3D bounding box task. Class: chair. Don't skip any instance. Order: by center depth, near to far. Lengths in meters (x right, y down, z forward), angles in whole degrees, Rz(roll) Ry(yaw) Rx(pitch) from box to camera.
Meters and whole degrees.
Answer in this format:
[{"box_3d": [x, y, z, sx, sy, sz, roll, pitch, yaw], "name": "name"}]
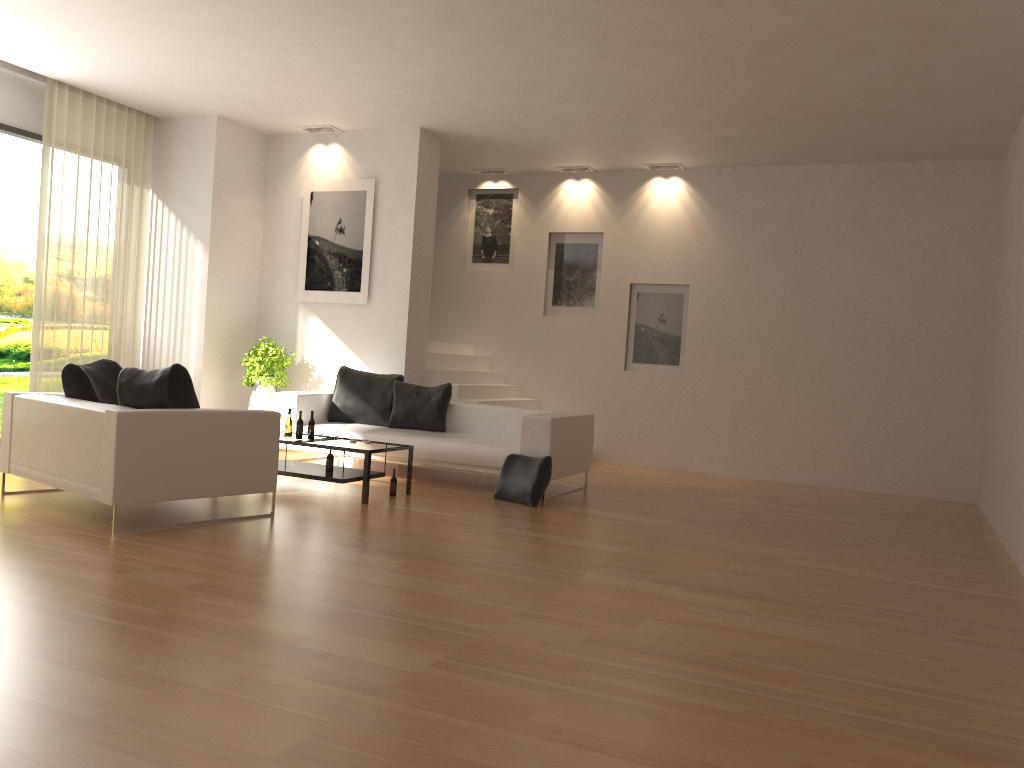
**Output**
[{"box_3d": [-2.654, 0.493, 6.370, 1.671, 0.761, 1.262, 5, 2, 39], "name": "chair"}]

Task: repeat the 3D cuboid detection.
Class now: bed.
[{"box_3d": [-0.839, 0.555, 8.970, 3.075, 0.761, 1.262, 4, 1, 24], "name": "bed"}]

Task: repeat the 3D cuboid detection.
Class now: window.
[{"box_3d": [-5.616, -0.998, 7.929, 0.152, 3.189, 5.198, 4, 1, 24], "name": "window"}]

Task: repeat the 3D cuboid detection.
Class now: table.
[{"box_3d": [-1.721, 0.706, 7.676, 1.566, 0.460, 0.709, 4, 1, 24], "name": "table"}]

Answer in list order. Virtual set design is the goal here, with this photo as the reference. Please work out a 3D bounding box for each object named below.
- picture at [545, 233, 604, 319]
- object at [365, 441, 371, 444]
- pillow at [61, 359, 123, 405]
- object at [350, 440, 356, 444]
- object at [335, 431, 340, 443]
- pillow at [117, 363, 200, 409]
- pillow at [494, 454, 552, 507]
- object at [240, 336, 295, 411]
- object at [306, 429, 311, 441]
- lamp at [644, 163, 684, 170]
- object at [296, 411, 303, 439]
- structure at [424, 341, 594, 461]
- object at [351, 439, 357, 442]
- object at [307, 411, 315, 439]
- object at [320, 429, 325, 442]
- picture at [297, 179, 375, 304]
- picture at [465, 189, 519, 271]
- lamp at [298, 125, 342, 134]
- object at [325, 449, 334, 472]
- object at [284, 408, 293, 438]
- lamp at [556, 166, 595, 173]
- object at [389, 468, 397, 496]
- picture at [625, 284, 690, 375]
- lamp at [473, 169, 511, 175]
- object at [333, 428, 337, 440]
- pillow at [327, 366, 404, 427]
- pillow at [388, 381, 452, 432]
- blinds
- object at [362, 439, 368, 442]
[{"box_3d": [0.822, -1.429, 11.670, 0.802, 1.155, 0.005, 4, 1, 24], "name": "picture"}, {"box_3d": [-1.218, 0.495, 7.502, 0.052, 0.021, 0.052, 4, 1, 1], "name": "object"}, {"box_3d": [-3.085, 0.113, 6.657, 0.291, 0.598, 0.660, 4, 1, 13], "name": "pillow"}, {"box_3d": [-1.338, 0.488, 7.468, 0.052, 0.021, 0.052, 3, 2, -44], "name": "object"}, {"box_3d": [-1.469, 0.447, 7.465, 0.039, 0.101, 0.039, 3, 1, -18], "name": "object"}, {"box_3d": [-2.351, 0.185, 5.954, 0.506, 0.666, 0.324, 4, 1, 14], "name": "pillow"}, {"box_3d": [0.120, 0.834, 7.731, 0.503, 0.457, 0.340, 5, 2, 42], "name": "pillow"}, {"box_3d": [-2.849, 0.109, 10.276, 0.570, 1.324, 0.631, 5, 2, 38], "name": "object"}, {"box_3d": [-1.719, 0.430, 7.474, 0.039, 0.101, 0.039, 3, 1, -24], "name": "object"}, {"box_3d": [1.892, -2.763, 10.991, 0.446, 0.166, 0.243, 4, 1, 24], "name": "lamp"}, {"box_3d": [-1.822, 0.353, 7.619, 0.059, 0.244, 0.059, 4, 1, 24], "name": "object"}, {"box_3d": [-1.388, 0.131, 11.559, 4.625, 1.403, 1.839, 4, 1, 24], "name": "structure"}, {"box_3d": [-1.357, 0.483, 7.615, 0.052, 0.021, 0.052, 4, 1, 1], "name": "object"}, {"box_3d": [-1.737, 0.356, 7.682, 0.057, 0.248, 0.057, 5, 2, 42], "name": "object"}, {"box_3d": [-1.611, 0.436, 7.522, 0.039, 0.101, 0.039, 3, 1, -18], "name": "object"}, {"box_3d": [-2.053, -1.659, 10.306, 0.979, 1.431, 0.004, 4, 1, 24], "name": "picture"}, {"box_3d": [-0.275, -2.113, 12.158, 0.802, 1.155, 0.005, 4, 1, 24], "name": "picture"}, {"box_3d": [-2.217, -3.024, 10.278, 0.446, 0.166, 0.243, 4, 1, 24], "name": "lamp"}, {"box_3d": [-1.550, 0.646, 7.557, 0.065, 0.217, 0.065, 4, 1, 6], "name": "object"}, {"box_3d": [-1.927, 0.338, 7.658, 0.068, 0.257, 0.067, 5, 2, 42], "name": "object"}, {"box_3d": [0.821, -2.846, 11.464, 0.446, 0.166, 0.243, 4, 1, 24], "name": "lamp"}, {"box_3d": [-1.008, 0.840, 7.545, 0.059, 0.244, 0.059, 4, 1, 0], "name": "object"}, {"box_3d": [1.842, -0.698, 11.215, 0.802, 1.155, 0.005, 4, 1, 24], "name": "picture"}, {"box_3d": [-0.265, -2.931, 11.943, 0.446, 0.166, 0.243, 4, 1, 24], "name": "lamp"}, {"box_3d": [-1.536, 0.437, 7.685, 0.039, 0.101, 0.039, 3, 1, -18], "name": "object"}, {"box_3d": [-1.548, 0.158, 9.443, 0.755, 0.666, 0.346, 4, 1, 10], "name": "pillow"}, {"box_3d": [-0.948, 0.229, 9.201, 0.628, 0.524, 0.270, 4, 1, 7], "name": "pillow"}, {"box_3d": [-4.583, -1.298, 9.685, 0.143, 3.861, 1.409, 4, 1, 21], "name": "blinds"}, {"box_3d": [-1.264, 0.489, 7.636, 0.052, 0.021, 0.052, 4, 1, 1], "name": "object"}]
